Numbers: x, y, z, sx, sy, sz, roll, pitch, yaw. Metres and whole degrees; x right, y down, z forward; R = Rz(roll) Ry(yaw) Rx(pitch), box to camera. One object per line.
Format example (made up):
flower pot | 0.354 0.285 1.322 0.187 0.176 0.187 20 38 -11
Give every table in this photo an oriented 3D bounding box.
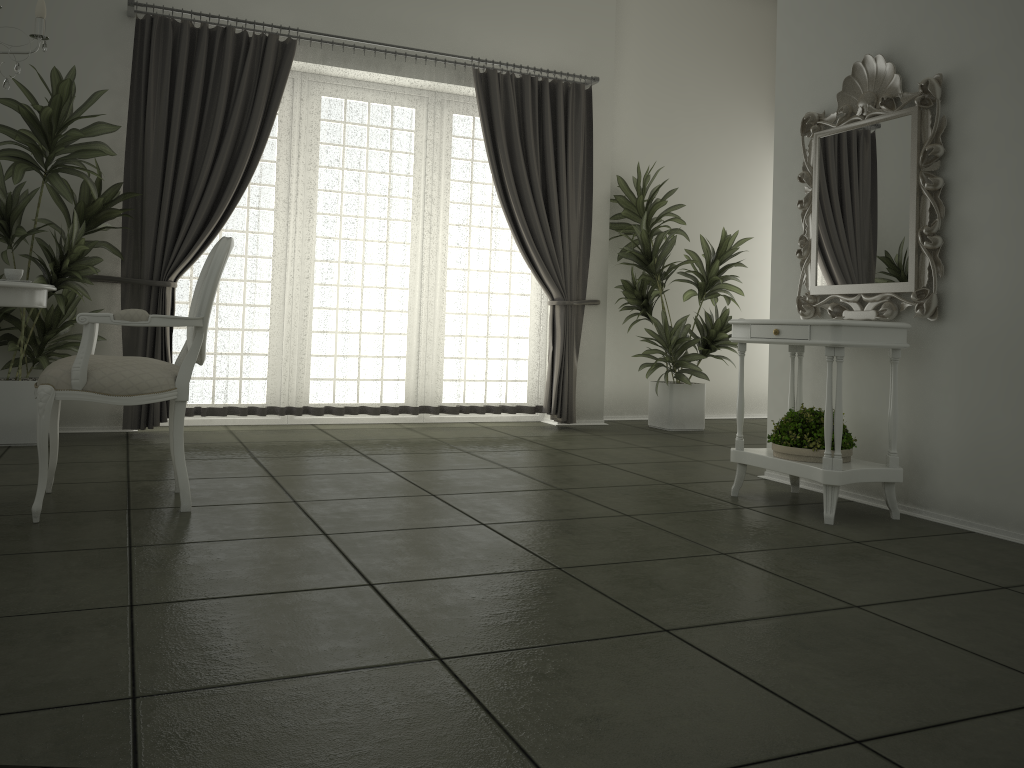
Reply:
table | -2.040 0.049 3.112 0.739 0.832 0.741 2 1 -27
table | 1.301 0.128 3.835 0.432 0.807 0.699 2 0 -24

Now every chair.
chair | -1.468 -0.068 3.448 0.689 1.066 0.595 2 -1 -23

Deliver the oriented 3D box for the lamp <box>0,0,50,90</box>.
lamp | -1.948 -2.322 3.189 0.594 2.444 0.590 0 -2 44

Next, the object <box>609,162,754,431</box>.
object | 1.314 -0.710 6.902 1.161 2.102 1.038 2 -1 -6

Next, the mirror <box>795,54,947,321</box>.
mirror | 1.592 -0.890 3.988 0.082 1.212 0.838 3 0 -24

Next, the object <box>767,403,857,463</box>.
object | 1.306 0.203 3.837 0.373 0.232 0.347 1 2 -28

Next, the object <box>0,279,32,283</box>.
object | -1.842 -0.375 3.261 0.118 0.016 0.119 0 4 -34

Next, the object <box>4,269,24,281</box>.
object | -1.840 -0.400 3.269 0.062 0.049 0.078 2 2 9

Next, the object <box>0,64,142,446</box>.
object | -2.777 -0.723 4.921 1.161 2.102 1.038 2 -1 -6

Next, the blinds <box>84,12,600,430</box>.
blinds | -0.968 -0.995 6.184 3.655 2.610 0.660 1 -1 -24
